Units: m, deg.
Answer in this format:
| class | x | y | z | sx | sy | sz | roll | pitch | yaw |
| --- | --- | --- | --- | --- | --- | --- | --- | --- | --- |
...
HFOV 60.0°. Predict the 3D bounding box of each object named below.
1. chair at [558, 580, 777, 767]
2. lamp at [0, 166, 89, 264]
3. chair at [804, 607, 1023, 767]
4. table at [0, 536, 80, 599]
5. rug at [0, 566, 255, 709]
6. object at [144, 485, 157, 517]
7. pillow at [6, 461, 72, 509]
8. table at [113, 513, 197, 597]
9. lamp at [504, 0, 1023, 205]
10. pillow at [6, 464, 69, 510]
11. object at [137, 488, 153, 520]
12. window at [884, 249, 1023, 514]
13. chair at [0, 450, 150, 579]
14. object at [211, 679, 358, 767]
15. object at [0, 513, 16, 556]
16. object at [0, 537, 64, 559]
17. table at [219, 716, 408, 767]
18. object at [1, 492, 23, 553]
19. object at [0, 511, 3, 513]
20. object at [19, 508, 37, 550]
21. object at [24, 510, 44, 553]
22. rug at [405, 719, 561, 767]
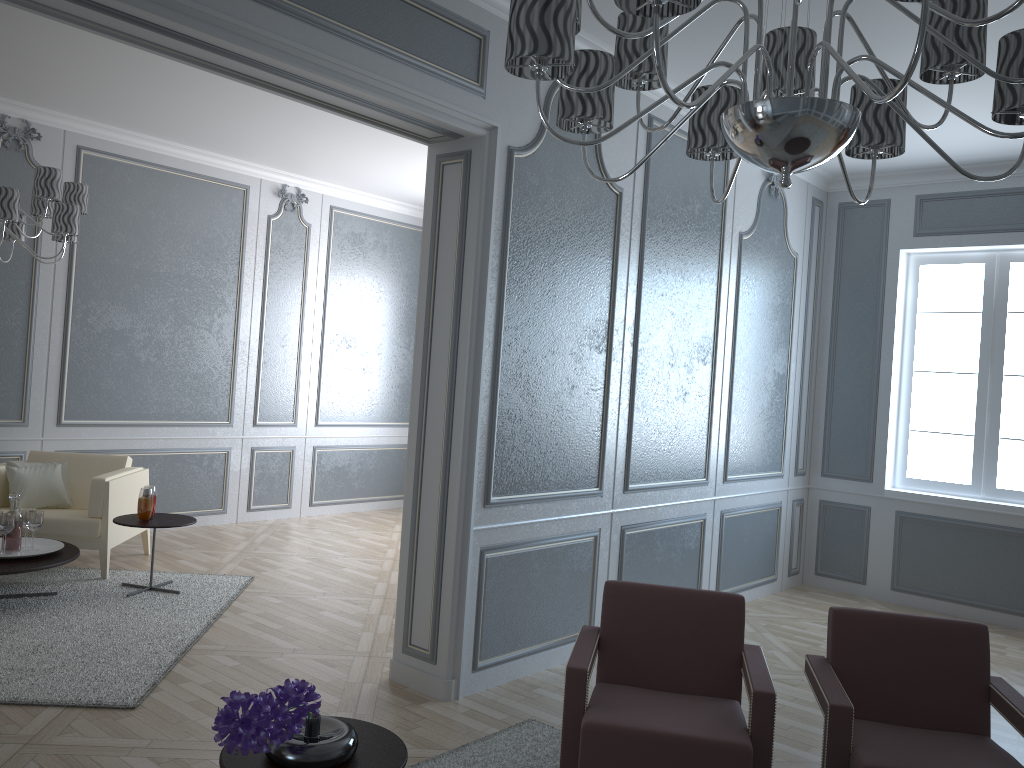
| class | x | y | z | sx | sy | sz | roll | pitch | yaw |
| --- | --- | --- | --- | --- | --- | --- | --- | --- | --- |
| chair | 0.452 | 0.960 | 2.600 | 0.576 | 0.620 | 0.606 | 4 | 0 | 11 |
| lamp | -2.503 | -1.125 | 4.123 | 0.977 | 1.120 | 0.976 | 4 | 0 | 29 |
| chair | 1.134 | 1.007 | 2.442 | 0.576 | 0.620 | 0.606 | 4 | 0 | 11 |
| table | -2.592 | 0.937 | 4.300 | 0.883 | 0.239 | 0.882 | 4 | 0 | 38 |
| rug | -2.411 | 1.066 | 4.062 | 2.000 | 0.010 | 2.000 | 4 | 0 | -4 |
| object | -1.944 | 0.629 | 4.747 | 0.075 | 0.165 | 0.075 | 4 | 0 | 0 |
| pillow | -2.784 | 0.594 | 5.225 | 0.351 | 0.276 | 0.184 | 4 | 0 | -44 |
| table | -1.901 | 0.908 | 4.694 | 0.414 | 0.385 | 0.414 | 4 | 0 | -2 |
| lamp | 0.509 | -0.899 | 1.543 | 0.977 | 1.120 | 0.976 | 4 | 0 | 29 |
| pillow | -2.752 | 0.596 | 5.142 | 0.163 | 0.245 | 0.311 | 4 | 0 | 35 |
| object | -1.928 | 0.631 | 4.662 | 0.075 | 0.165 | 0.075 | 4 | 0 | 30 |
| window | 3.160 | -0.024 | 5.305 | 1.601 | 1.582 | 0.349 | 4 | 0 | 41 |
| chair | -2.648 | 0.735 | 5.174 | 0.855 | 0.621 | 0.737 | 4 | 0 | -4 |
| object | -0.462 | 0.716 | 1.878 | 0.206 | 0.221 | 0.425 | 4 | 0 | 10 |
| object | -2.445 | 0.726 | 4.277 | 0.080 | 0.196 | 0.080 | 4 | -1 | 44 |
| object | -2.462 | 0.812 | 4.356 | 0.468 | 0.028 | 0.468 | 4 | 1 | -37 |
| table | -0.455 | 1.019 | 1.998 | 0.414 | 0.385 | 0.414 | 4 | 0 | 28 |
| object | -2.458 | 0.678 | 4.368 | 0.086 | 0.290 | 0.086 | 4 | -1 | -28 |
| object | -2.533 | 0.720 | 4.322 | 0.080 | 0.196 | 0.080 | 4 | 0 | 24 |
| object | -2.436 | 0.726 | 4.450 | 0.080 | 0.196 | 0.080 | 4 | 0 | 24 |
| object | -2.372 | 0.730 | 4.396 | 0.080 | 0.196 | 0.080 | 4 | 0 | 24 |
| rug | 0.631 | 1.294 | 1.466 | 3.206 | 0.010 | 2.017 | 4 | 1 | 41 |
